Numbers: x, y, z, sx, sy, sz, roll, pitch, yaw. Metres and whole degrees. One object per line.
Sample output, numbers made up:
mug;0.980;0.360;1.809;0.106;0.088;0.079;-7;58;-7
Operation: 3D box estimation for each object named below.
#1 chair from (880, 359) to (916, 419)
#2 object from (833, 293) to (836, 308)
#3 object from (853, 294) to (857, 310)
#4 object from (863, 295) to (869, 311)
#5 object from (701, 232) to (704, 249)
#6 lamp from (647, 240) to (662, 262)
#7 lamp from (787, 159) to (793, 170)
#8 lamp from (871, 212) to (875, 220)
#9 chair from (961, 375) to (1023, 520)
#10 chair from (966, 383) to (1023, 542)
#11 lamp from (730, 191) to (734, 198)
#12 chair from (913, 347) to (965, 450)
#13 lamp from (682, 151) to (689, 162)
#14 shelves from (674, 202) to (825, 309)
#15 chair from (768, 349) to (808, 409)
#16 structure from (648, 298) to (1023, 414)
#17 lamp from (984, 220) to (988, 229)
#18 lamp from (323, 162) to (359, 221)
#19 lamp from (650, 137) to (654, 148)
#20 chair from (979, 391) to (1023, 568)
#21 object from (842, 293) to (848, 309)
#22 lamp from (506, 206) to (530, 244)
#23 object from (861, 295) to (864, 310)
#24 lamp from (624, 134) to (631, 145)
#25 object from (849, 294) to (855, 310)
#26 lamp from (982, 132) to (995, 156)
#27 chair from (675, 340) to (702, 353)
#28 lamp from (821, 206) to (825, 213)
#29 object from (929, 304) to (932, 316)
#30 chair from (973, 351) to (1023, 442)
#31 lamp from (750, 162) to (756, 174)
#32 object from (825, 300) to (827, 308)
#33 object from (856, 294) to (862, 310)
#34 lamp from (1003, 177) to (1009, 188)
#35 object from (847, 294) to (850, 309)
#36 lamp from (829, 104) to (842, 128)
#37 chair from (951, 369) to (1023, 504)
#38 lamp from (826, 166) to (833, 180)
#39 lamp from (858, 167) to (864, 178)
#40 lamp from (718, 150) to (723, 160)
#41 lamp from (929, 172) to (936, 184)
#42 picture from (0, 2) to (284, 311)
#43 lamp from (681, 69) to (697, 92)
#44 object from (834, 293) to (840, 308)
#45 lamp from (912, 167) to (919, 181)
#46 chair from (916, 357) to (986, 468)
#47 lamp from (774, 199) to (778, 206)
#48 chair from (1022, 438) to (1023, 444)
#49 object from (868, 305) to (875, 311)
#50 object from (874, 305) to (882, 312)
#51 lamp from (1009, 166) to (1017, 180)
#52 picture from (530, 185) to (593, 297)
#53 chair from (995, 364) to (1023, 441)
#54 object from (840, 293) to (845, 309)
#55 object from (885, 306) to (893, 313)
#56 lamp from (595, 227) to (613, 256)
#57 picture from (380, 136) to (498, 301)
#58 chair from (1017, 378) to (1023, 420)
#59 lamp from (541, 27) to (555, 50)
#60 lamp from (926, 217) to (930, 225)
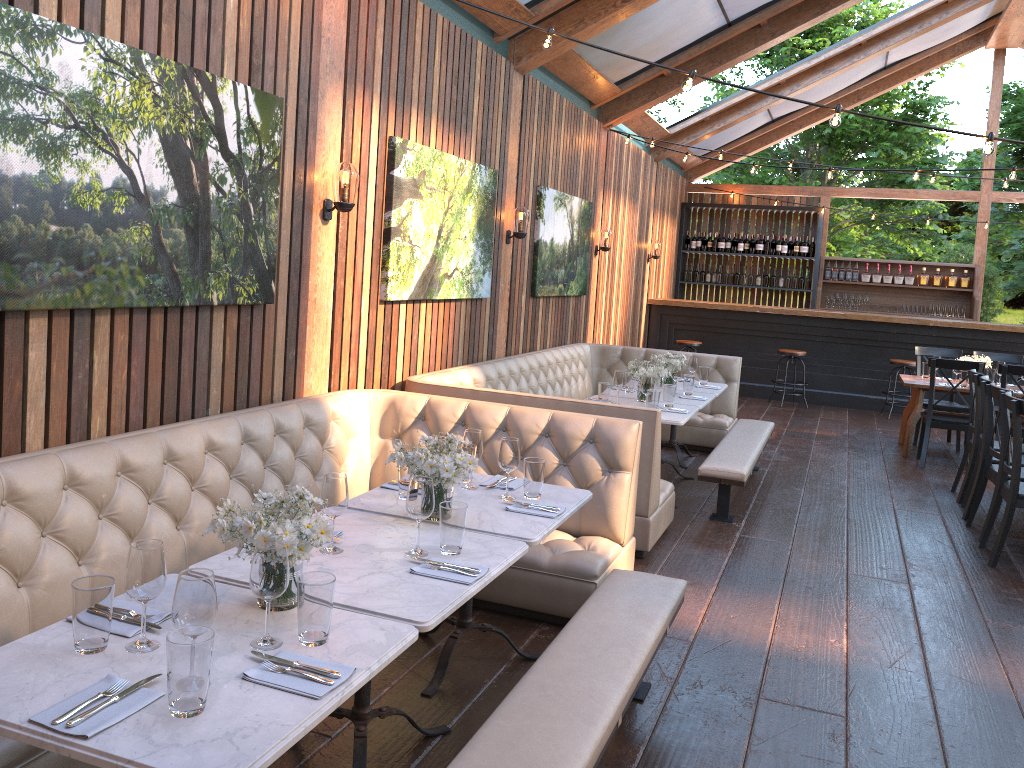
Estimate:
chair;4.965;0.071;11.256;0.467;0.732;0.470;3;5;-4
object;5.133;-1.323;14.038;0.092;0.243;0.093;3;4;-5
object;5.418;-1.290;13.935;0.092;0.243;0.093;3;4;-5
object;5.515;-1.265;13.788;0.092;0.243;0.093;3;4;-5
object;3.124;-2.337;14.570;0.136;0.314;0.137;2;5;-18
lamp;2.016;-1.870;12.474;0.178;0.319;0.146;5;5;20
lamp;3.042;-2.399;9.684;0.056;0.119;0.059;2;5;-26
lamp;5.381;-2.507;13.177;0.056;0.118;0.061;5;5;20
chair;3.616;0.482;6.431;0.541;1.015;0.478;6;5;25
chair;3.417;0.538;5.908;0.540;1.015;0.479;5;5;15
lamp;3.607;-3.112;14.518;0.056;0.117;0.067;4;5;7
chair;4.553;0.138;9.479;0.478;1.015;0.541;5;5;15
lamp;1.805;-2.366;9.207;0.066;0.117;0.057;0;6;-40
shelves;3.794;-1.474;14.400;2.207;2.816;0.503;6;4;21
chair;3.690;-0.076;11.737;0.468;0.732;0.470;4;5;4
structure;5.225;-0.268;11.897;6.816;1.269;0.859;7;6;21
lamp;6.574;-2.207;12.257;0.059;0.119;0.057;3;4;-7
lamp;-0.916;-1.038;4.774;0.178;0.319;0.146;5;5;20
lamp;1.553;-2.675;9.790;0.056;0.120;0.057;2;5;-18
chair;3.218;0.595;5.385;0.540;1.015;0.479;5;5;20
object;5.216;-1.298;13.894;0.092;0.243;0.092;7;6;40
lamp;0.056;-1.314;7.327;0.178;0.319;0.146;5;5;20
object;5.514;-1.280;13.902;0.092;0.243;0.093;3;4;-5
lamp;1.259;-2.672;9.668;0.056;0.117;0.065;2;5;-19
object;5.321;-1.287;13.863;0.092;0.243;0.093;3;4;-5
lamp;2.386;-1.200;4.426;0.056;0.120;0.056;4;4;8
chair;2.414;-0.223;12.218;0.469;0.732;0.469;6;5;27
lamp;4.788;-2.689;13.631;0.056;0.118;0.062;6;5;26
object;6.331;-1.121;13.342;0.073;0.180;0.074;3;4;-5
chair;5.075;0.198;9.282;0.478;1.015;0.541;5;5;20
lamp;2.384;-2.138;8.752;0.056;0.120;0.056;7;5;36
object;4.956;-1.287;13.908;0.070;0.184;0.070;6;5;25
object;5.412;-1.275;13.817;0.092;0.243;0.093;3;4;-5
lamp;5.315;-2.165;9.516;0.056;0.120;0.056;6;5;26
object;5.325;-1.300;13.963;0.092;0.243;0.092;7;6;40
lamp;1.641;-1.359;4.483;0.056;0.120;0.056;0;6;-42
chair;3.816;0.425;6.955;0.540;1.015;0.479;5;5;20
lamp;2.975;-1.976;8.285;0.056;0.121;0.057;1;5;-36
lamp;3.796;-2.304;9.630;0.056;0.119;0.057;2;5;-19
lamp;2.302;-2.522;9.753;0.061;0.118;0.056;7;6;36
lamp;4.552;-2.229;9.578;0.056;0.120;0.057;2;5;-23
picture;-1.444;-0.804;3.529;0.065;0.993;1.656;5;7;20
lamp;0.906;-1.559;4.541;0.071;0.115;0.056;8;6;43
object;5.113;-1.311;13.940;0.092;0.243;0.092;7;6;40
lamp;3.565;-1.855;7.809;0.056;0.119;0.059;4;5;0
chair;4.105;0.265;8.302;0.478;1.015;0.541;5;5;20
lamp;4.200;-2.892;14.088;0.058;0.119;0.057;2;5;-25
chair;5.598;0.258;9.085;0.478;1.015;0.541;5;5;15
object;5.630;-1.192;13.857;0.124;0.096;0.124;8;7;32
object;5.673;-1.169;13.705;0.124;0.096;0.124;8;7;32
lamp;4.165;-1.754;7.353;0.056;0.120;0.056;3;5;-11
picture;0.512;-1.363;8.702;0.065;0.993;1.656;5;7;20
chair;4.627;0.325;8.105;0.478;1.015;0.541;5;5;15
object;5.234;-1.314;14.018;0.092;0.243;0.092;7;6;40
object;5.833;-1.158;13.705;0.124;0.096;0.124;5;6;9
lamp;1.035;-1.592;9.896;0.178;0.319;0.146;5;5;20
picture;-0.458;-1.086;6.138;0.065;0.993;1.656;5;7;20
chair;6.240;0.218;10.775;0.470;0.732;0.468;8;7;44
lamp;0.184;-1.799;4.603;0.061;0.118;0.056;8;6;43
lamp;5.987;-2.346;12.733;0.056;0.120;0.056;0;6;-37
